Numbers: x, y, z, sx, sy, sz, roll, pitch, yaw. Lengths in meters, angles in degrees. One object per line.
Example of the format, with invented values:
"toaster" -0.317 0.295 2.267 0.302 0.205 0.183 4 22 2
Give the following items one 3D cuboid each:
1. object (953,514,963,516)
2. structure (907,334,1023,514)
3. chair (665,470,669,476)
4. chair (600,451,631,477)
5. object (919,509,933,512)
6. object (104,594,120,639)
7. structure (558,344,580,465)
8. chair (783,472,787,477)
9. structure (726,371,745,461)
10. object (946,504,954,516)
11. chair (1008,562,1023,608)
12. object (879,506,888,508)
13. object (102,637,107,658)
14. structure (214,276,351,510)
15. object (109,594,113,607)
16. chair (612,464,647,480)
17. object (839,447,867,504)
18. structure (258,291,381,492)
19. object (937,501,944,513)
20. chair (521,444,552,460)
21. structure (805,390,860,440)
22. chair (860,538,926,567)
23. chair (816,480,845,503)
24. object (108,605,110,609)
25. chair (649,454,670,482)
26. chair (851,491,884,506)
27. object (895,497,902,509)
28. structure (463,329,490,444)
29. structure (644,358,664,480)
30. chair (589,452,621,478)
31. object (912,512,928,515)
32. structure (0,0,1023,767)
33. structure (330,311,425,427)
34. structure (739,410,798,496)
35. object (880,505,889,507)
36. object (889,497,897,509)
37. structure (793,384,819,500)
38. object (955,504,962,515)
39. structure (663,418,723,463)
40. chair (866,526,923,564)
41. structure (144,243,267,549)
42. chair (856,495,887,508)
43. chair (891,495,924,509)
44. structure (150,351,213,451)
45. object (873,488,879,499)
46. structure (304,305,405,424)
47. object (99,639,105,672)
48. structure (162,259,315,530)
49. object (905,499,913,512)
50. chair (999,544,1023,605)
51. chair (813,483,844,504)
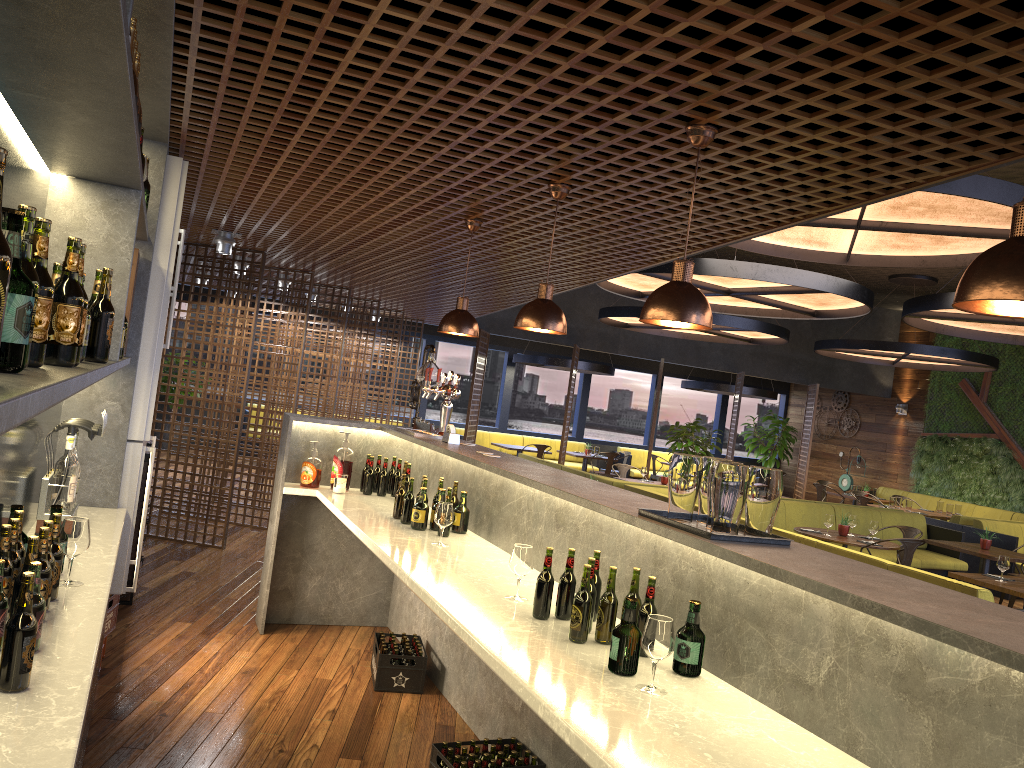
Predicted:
"object" 7.213 2.109 14.214 0.157 0.019 0.255 8 -1 -22
"structure" 9.660 0.891 13.255 0.918 4.593 9.182 8 -1 -23
"chair" 2.528 1.780 13.379 0.504 0.917 0.541 8 -1 -21
"chair" 2.011 1.760 17.468 0.541 0.917 0.504 8 -1 -21
"object" 6.722 2.044 14.368 0.157 0.019 0.255 8 -1 -22
"object" -2.174 1.165 4.437 0.277 0.206 0.416 8 -1 -8
"structure" 0.933 0.688 15.157 0.050 2.700 0.852 8 -1 8
"chair" 5.231 2.203 18.025 0.504 0.917 0.541 8 -1 -21
"structure" 4.060 1.127 16.417 0.050 2.700 0.852 8 -1 8
"object" 6.873 1.979 13.927 0.102 0.178 0.102 8 -1 14
"chair" 5.313 2.101 8.817 0.504 0.917 0.541 8 -1 -21
"object" 5.758 1.904 13.630 0.157 0.019 0.255 8 -1 -22
"object" -2.428 1.364 4.957 0.277 0.206 0.416 8 -1 -29
"structure" -2.718 0.136 10.480 1.319 2.700 0.050 8 -1 8
"object" -2.097 1.158 4.610 0.057 0.205 0.056 8 -1 -11
"chair" 1.694 1.663 13.043 0.504 0.917 0.541 8 -1 -21
"object" 7.052 2.105 18.448 0.459 1.615 0.848 8 -1 -22
"structure" -2.549 0.174 11.671 1.319 2.700 0.050 8 -1 8
"object" 6.908 1.988 14.307 0.102 0.178 0.102 8 -1 -36
"chair" 0.390 1.523 16.074 0.504 0.917 0.541 8 -1 -21
"structure" 7.108 0.671 19.793 0.058 1.178 1.791 8 -1 -22
"chair" 3.508 1.850 8.303 0.504 0.917 0.541 8 -1 -21
"chair" 5.865 2.268 16.372 0.504 0.917 0.541 8 -1 -21
"object" -2.091 1.158 4.548 0.057 0.205 0.056 7 -1 44
"chair" 3.015 1.902 17.937 0.541 0.917 0.504 8 -1 -21
"chair" 5.759 2.230 14.421 0.504 0.917 0.541 8 -1 -21
"object" 6.086 1.872 13.976 0.102 0.178 0.102 8 -1 -36
"structure" -0.631 0.468 14.527 0.050 2.700 0.852 8 -1 8
"structure" 2.496 0.908 15.787 0.050 2.700 0.852 8 -1 8
"chair" 1.705 1.708 16.604 0.504 0.917 0.541 8 -1 -21
"object" 6.186 1.961 13.483 0.255 0.019 0.157 8 -1 -22
"structure" -0.238 0.381 3.056 2.700 2.700 9.298 8 -1 -22
"structure" -2.211 0.249 14.053 1.319 2.700 0.050 8 -1 8
"structure" 5.910 1.685 20.267 1.493 2.184 1.272 8 -1 -22
"object" 5.949 1.936 14.056 0.157 0.019 0.255 8 -1 -22
"object" 5.896 1.844 13.737 0.102 0.178 0.102 8 -1 -36
"structure" 5.623 1.347 17.047 0.050 2.700 0.852 8 -1 8
"object" 7.096 2.011 14.109 0.102 0.178 0.102 8 -1 -36
"structure" 3.000 1.444 15.309 0.993 1.763 1.166 7 -1 39
"chair" 3.858 1.908 9.112 0.541 0.917 0.504 8 -1 -21
"structure" -3.056 0.061 8.098 1.319 2.700 0.050 8 -1 8
"chair" 5.476 2.180 13.491 0.541 0.917 0.504 8 -1 -21
"chair" 6.558 2.342 14.743 0.504 0.917 0.541 8 -1 -21
"structure" -5.908 0.241 15.602 0.993 1.763 1.166 7 -1 39
"object" 6.429 1.940 15.678 0.102 0.178 0.102 8 -1 14
"structure" -2.380 0.211 12.862 1.319 2.700 0.050 8 -1 8
"object" -2.217 1.387 4.430 0.277 0.206 0.416 8 -1 -18
"structure" -2.887 0.099 9.289 1.319 2.700 0.050 8 -1 8
"object" 6.091 1.869 13.612 0.102 0.178 0.102 8 -1 14
"chair" 5.715 2.166 9.677 0.541 0.917 0.504 8 -1 -21
"chair" 5.471 2.203 15.409 0.541 0.917 0.504 8 -1 -21
